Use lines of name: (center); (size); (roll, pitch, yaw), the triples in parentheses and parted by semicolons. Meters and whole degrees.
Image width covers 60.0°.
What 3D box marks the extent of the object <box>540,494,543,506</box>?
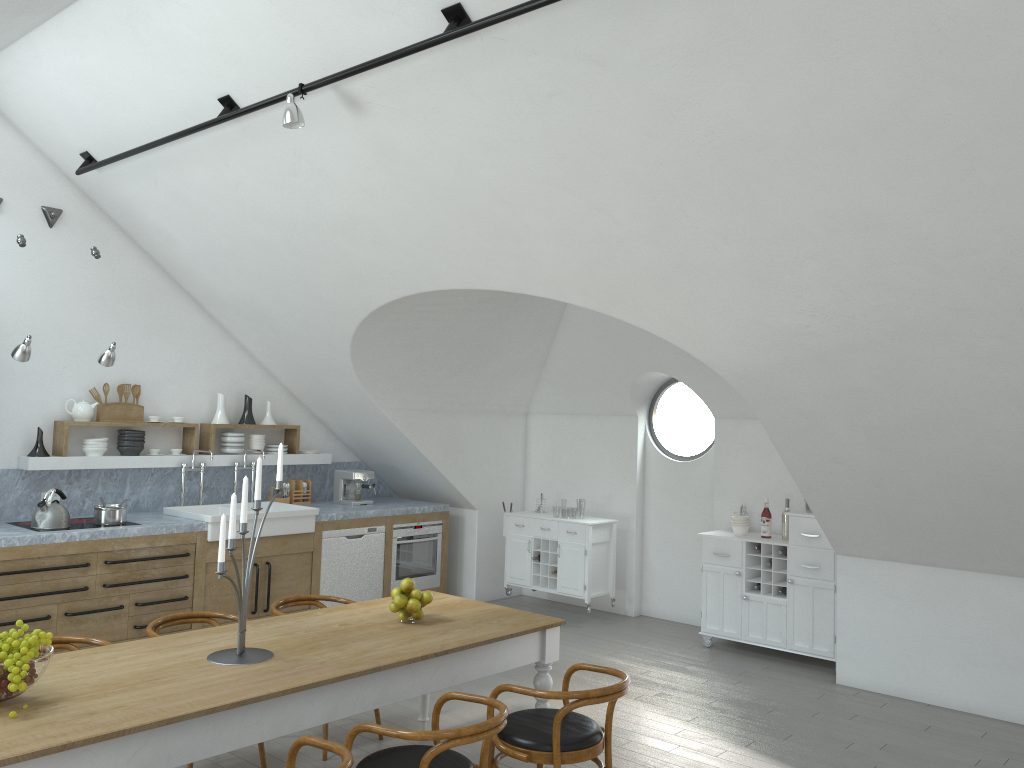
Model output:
object: (0.290, 1.167, 8.718); (0.024, 0.164, 0.039); (5, -5, -36)

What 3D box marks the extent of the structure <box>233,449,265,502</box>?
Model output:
structure: (-2.233, 0.832, 7.696); (0.332, 0.531, 0.213); (0, -4, 22)

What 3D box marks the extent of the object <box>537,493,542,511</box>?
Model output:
object: (0.276, 1.166, 8.751); (0.039, 0.175, 0.054); (-2, -5, 41)

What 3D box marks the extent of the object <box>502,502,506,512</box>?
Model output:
object: (-0.055, 1.291, 8.697); (0.088, 0.269, 0.029); (1, -4, 14)

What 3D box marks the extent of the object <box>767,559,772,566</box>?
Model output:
object: (2.127, 1.429, 7.104); (0.085, 0.085, 0.330); (-1, -4, 41)

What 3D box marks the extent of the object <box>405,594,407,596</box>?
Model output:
object: (-0.551, 1.071, 4.432); (0.062, 0.060, 0.062); (5, -4, -45)

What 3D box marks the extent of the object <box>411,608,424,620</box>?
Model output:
object: (-0.463, 1.129, 4.357); (0.064, 0.063, 0.063); (4, -4, -38)

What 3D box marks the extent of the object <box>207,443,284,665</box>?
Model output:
object: (-1.089, 0.695, 3.762); (0.265, 0.877, 0.773); (1, -3, 15)

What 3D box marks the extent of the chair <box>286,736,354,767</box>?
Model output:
chair: (-0.815, 1.537, 2.800); (0.621, 0.736, 0.526); (-1, -4, 41)

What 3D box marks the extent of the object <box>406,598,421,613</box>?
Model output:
object: (-0.478, 1.077, 4.306); (0.071, 0.072, 0.070); (1, -3, 6)

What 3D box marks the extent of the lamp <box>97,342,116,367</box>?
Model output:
lamp: (-2.846, -0.207, 6.268); (0.169, 0.177, 0.112); (0, -4, 33)

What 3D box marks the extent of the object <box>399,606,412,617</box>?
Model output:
object: (-0.523, 1.122, 4.401); (0.080, 0.074, 0.078); (2, -3, -4)

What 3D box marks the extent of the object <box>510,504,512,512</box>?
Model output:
object: (-0.014, 1.291, 8.661); (0.029, 0.269, 0.088); (3, -4, -22)

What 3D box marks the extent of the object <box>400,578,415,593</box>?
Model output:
object: (-0.514, 0.994, 4.373); (0.072, 0.074, 0.072); (-1, -4, 41)

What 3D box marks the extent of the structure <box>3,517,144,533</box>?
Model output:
structure: (-3.145, 1.024, 6.365); (0.647, 0.041, 0.736); (0, -3, 41)

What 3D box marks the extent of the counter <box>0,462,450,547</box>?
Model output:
counter: (-3.022, 0.773, 6.620); (0.961, 0.621, 6.565); (-1, -3, 41)

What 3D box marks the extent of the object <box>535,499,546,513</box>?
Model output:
object: (0.279, 1.201, 8.738); (0.101, 0.138, 0.066); (-1, -5, 41)

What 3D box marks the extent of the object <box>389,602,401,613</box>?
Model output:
object: (-0.573, 1.093, 4.349); (0.059, 0.056, 0.059); (0, -4, 36)

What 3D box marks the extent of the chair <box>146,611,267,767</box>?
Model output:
chair: (-1.562, 1.581, 4.477); (0.621, 0.736, 0.526); (-1, -5, 44)

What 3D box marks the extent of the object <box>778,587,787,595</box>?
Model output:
object: (2.192, 1.626, 7.016); (0.081, 0.081, 0.358); (-1, -3, 39)

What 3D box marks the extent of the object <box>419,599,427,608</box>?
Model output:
object: (-0.452, 1.076, 4.411); (0.076, 0.076, 0.076); (1, -3, 8)

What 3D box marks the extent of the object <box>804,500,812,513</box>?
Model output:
object: (2.311, 0.953, 6.882); (0.082, 0.105, 0.081); (2, -3, -11)

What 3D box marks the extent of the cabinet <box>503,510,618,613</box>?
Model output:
cabinet: (0.417, 1.650, 8.383); (1.134, 0.791, 0.496); (-1, -4, 41)

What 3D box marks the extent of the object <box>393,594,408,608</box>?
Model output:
object: (-0.540, 1.055, 4.307); (0.071, 0.064, 0.072); (0, -4, 34)

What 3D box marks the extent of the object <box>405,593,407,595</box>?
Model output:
object: (-0.519, 1.029, 4.451); (0.062, 0.060, 0.062); (-1, -4, 42)

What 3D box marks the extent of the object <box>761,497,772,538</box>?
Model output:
object: (2.072, 1.088, 7.220); (0.081, 0.330, 0.081); (-1, -5, 37)

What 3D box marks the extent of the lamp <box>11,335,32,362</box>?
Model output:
lamp: (-3.228, -0.232, 5.835); (0.115, 0.178, 0.164); (4, -4, -31)

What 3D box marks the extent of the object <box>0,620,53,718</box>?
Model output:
object: (-1.764, 0.940, 3.013); (0.394, 0.285, 0.292); (2, -3, 5)

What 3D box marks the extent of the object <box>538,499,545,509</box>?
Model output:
object: (0.286, 1.182, 8.744); (0.097, 0.137, 0.029); (-2, -5, 44)

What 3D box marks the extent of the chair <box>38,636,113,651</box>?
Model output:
chair: (-1.994, 1.544, 3.890); (0.621, 0.736, 0.526); (-1, -4, 38)

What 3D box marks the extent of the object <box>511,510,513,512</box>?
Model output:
object: (-0.003, 1.353, 8.684); (0.038, 0.263, 0.038); (3, -4, -16)

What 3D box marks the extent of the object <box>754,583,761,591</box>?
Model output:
object: (2.065, 1.624, 7.135); (0.156, 0.085, 0.330); (-1, -3, 42)

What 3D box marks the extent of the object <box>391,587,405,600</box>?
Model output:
object: (-0.564, 1.040, 4.377); (0.066, 0.071, 0.072); (1, -3, 10)

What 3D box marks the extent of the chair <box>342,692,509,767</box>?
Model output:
chair: (-0.326, 1.573, 3.337); (0.621, 0.736, 0.526); (-1, -4, 36)

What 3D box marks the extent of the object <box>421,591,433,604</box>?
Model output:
object: (-0.420, 1.052, 4.365); (0.063, 0.063, 0.062); (2, -3, 3)

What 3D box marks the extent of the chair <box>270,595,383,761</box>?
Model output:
chair: (-1.080, 1.617, 5.014); (0.621, 0.736, 0.526); (-1, -4, 38)

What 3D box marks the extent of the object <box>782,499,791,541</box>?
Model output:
object: (2.204, 1.086, 7.097); (0.085, 0.331, 0.085); (2, -4, 0)

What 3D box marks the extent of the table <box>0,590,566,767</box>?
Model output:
table: (-1.216, 1.520, 3.571); (1.018, 0.800, 3.344); (-1, -3, 41)

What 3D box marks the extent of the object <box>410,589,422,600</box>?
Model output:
object: (-0.470, 1.033, 4.342); (0.053, 0.057, 0.058); (4, -4, -34)

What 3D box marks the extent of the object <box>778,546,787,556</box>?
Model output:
object: (2.201, 1.322, 7.031); (0.087, 0.085, 0.359); (-1, -4, 41)

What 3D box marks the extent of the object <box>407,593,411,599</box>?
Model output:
object: (-0.496, 1.043, 4.405); (0.053, 0.051, 0.052); (1, -3, 12)

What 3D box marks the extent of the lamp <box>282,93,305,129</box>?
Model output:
lamp: (-1.131, -1.422, 4.610); (0.112, 0.175, 0.114); (2, -3, 4)

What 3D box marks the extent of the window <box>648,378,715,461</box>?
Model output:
window: (1.641, 0.323, 8.324); (0.899, 0.901, 0.060); (-1, -5, 41)

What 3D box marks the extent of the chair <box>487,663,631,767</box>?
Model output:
chair: (0.200, 1.609, 3.835); (0.621, 0.736, 0.526); (-1, -5, 44)

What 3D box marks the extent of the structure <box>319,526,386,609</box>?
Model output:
structure: (-1.609, 1.675, 7.933); (0.598, 0.824, 0.723); (-1, -4, 41)

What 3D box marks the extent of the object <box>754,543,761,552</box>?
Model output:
object: (2.050, 1.319, 7.173); (0.092, 0.094, 0.358); (-1, -4, 42)

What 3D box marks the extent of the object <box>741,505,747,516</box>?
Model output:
object: (1.962, 1.138, 7.575); (0.115, 0.209, 0.065); (-2, -5, 43)

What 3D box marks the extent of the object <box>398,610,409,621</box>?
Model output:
object: (-0.530, 1.133, 4.333); (0.049, 0.050, 0.051); (-1, -4, 45)

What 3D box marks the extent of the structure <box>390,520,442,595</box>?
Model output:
structure: (-1.108, 1.618, 8.505); (0.630, 0.638, 0.631); (-1, -4, 41)

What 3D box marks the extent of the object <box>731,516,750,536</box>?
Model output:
object: (1.889, 1.172, 7.338); (0.157, 0.160, 0.154); (3, -3, -21)

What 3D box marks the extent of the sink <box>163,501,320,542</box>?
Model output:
sink: (-2.214, 1.118, 7.279); (0.727, 0.202, 1.019); (0, -3, 41)

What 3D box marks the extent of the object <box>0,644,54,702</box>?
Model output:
object: (-1.776, 1.003, 3.036); (0.360, 0.160, 0.359); (1, -3, 21)

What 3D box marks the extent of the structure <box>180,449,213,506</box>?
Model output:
structure: (-2.553, 0.807, 7.329); (0.332, 0.531, 0.213); (0, -4, 22)

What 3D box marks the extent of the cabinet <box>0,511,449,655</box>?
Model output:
cabinet: (-3.079, 1.588, 6.493); (1.003, 1.024, 6.419); (-1, -4, 41)

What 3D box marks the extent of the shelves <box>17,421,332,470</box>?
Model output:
shelves: (-3.499, -0.054, 6.439); (0.480, 1.364, 5.541); (-1, -4, 35)

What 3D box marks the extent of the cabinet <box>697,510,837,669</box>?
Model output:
cabinet: (2.149, 1.586, 7.135); (1.242, 1.156, 0.609); (-1, -4, 41)
